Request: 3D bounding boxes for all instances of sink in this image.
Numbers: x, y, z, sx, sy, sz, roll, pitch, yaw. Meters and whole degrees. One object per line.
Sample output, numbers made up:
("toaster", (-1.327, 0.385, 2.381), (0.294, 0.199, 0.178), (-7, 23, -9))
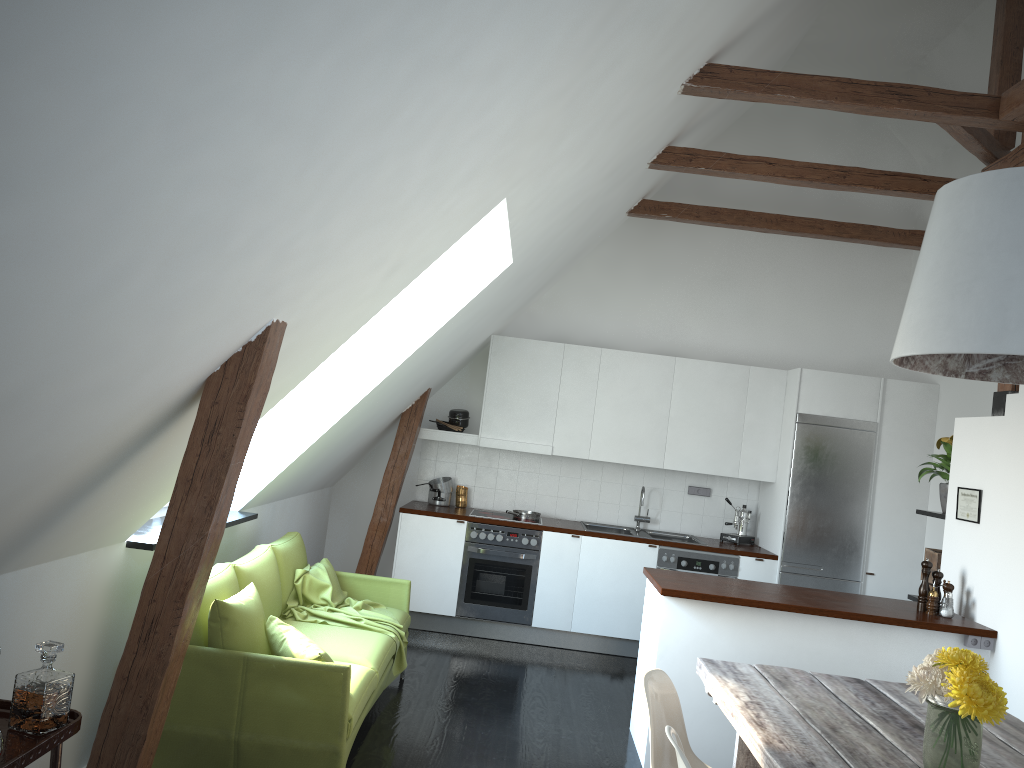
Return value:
("sink", (1.061, 1.099, 7.179), (0.963, 0.519, 0.671), (7, -3, 2))

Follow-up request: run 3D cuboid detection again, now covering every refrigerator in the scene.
("refrigerator", (2.373, 1.182, 6.740), (0.609, 1.868, 0.031), (7, -3, 2))

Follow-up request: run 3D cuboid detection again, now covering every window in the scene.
("window", (1.271, -1.257, 1.191), (5.959, 4.249, 8.018), (7, -3, 2))

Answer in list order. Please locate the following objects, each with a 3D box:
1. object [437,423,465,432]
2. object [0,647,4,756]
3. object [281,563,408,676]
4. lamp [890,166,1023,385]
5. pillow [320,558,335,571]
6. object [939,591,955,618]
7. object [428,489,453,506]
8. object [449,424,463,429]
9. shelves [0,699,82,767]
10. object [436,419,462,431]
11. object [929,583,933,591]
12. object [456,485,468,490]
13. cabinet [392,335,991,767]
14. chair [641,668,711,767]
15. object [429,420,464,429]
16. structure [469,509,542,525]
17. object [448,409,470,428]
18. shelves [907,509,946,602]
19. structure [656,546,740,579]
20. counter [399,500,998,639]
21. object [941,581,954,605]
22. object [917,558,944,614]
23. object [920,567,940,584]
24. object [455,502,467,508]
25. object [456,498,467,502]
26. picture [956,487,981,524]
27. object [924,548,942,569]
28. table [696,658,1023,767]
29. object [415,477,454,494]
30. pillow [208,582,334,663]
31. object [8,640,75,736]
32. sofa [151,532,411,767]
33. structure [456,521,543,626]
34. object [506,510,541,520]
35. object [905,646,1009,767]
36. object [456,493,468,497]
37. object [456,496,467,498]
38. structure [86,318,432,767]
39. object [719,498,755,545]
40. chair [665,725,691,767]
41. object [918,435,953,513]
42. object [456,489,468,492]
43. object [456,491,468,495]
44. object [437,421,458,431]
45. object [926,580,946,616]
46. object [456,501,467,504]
("object", (-0.503, 0.367, 7.372), (0.243, 0.056, 0.350), (8, -3, -9))
("object", (-1.182, 0.717, 1.972), (0.114, 0.292, 0.114), (9, -3, -26))
("object", (-0.931, 1.342, 5.150), (0.722, 0.493, 0.711), (7, -3, -3))
("lamp", (1.640, -1.424, 2.598), (0.757, 2.813, 0.697), (9, -4, -38))
("pillow", (-1.128, 1.211, 5.286), (0.210, 0.275, 0.462), (7, -3, 0))
("object", (2.295, 1.162, 4.672), (0.069, 0.135, 0.069), (8, -3, -23))
("object", (-0.578, 0.938, 7.374), (0.200, 0.154, 0.348), (8, -3, -19))
("object", (-0.501, 0.346, 7.374), (0.065, 0.031, 0.335), (10, -4, -41))
("shelves", (-1.366, 1.187, 1.971), (0.438, 0.732, 0.803), (7, -3, -2))
("object", (-0.528, 0.337, 7.331), (0.061, 0.077, 0.331), (10, -4, -40))
("object", (2.660, 1.264, 5.299), (0.329, 0.101, 0.287), (6, -3, 12))
("object", (-0.419, 0.883, 7.472), (0.100, 0.047, 0.099), (7, -3, -3))
("cabinet", (1.244, 0.908, 6.029), (4.208, 2.369, 3.033), (7, -3, 2))
("chair", (0.679, 1.465, 3.092), (0.542, 0.801, 0.465), (5, -3, 28))
("object", (-0.572, 0.346, 7.413), (0.357, 0.075, 0.244), (9, -3, -27))
("structure", (-0.046, 1.086, 7.130), (0.574, 0.041, 0.504), (7, -3, 2))
("object", (-0.447, 0.291, 7.438), (0.190, 0.166, 0.200), (9, -4, -36))
("shelves", (2.796, 1.079, 5.273), (0.660, 0.553, 0.408), (7, -3, 2))
("structure", (1.393, 1.648, 6.996), (0.612, 0.725, 0.582), (7, -3, 2))
("counter", (0.782, 1.132, 6.002), (3.365, 0.038, 3.085), (7, -3, 2))
("object", (2.327, 1.145, 4.742), (0.058, 0.184, 0.058), (7, -3, -2))
("object", (2.268, 1.091, 4.803), (0.123, 0.283, 0.061), (7, -3, 2))
("object", (2.672, 1.165, 5.305), (0.287, 0.101, 0.329), (7, -3, -3))
("object", (-0.429, 1.021, 7.469), (0.100, 0.036, 0.100), (7, -3, -2))
("object", (-0.428, 0.981, 7.471), (0.099, 0.051, 0.099), (8, -3, -12))
("picture", (2.496, 0.661, 4.846), (0.023, 0.182, 0.250), (7, -3, 2))
("object", (2.688, 1.066, 5.320), (0.329, 0.101, 0.287), (6, -3, 12))
("table", (1.249, 1.507, 2.424), (1.141, 0.788, 2.421), (7, -3, 2))
("object", (-0.664, 0.850, 7.411), (0.371, 0.169, 0.203), (9, -3, -26))
("pillow", (-0.960, 1.090, 3.760), (0.600, 0.387, 0.475), (7, -3, -1))
("object", (-1.197, 0.770, 2.269), (0.101, 0.211, 0.101), (6, -3, 17))
("sofa", (-1.067, 1.313, 4.520), (0.898, 0.825, 2.093), (7, -3, 1))
("structure", (-0.090, 1.476, 7.124), (0.583, 0.725, 0.749), (7, -3, 2))
("object", (0.066, 1.054, 7.212), (0.351, 0.061, 0.232), (8, -3, -25))
("object", (1.255, 0.933, 2.506), (0.233, 0.365, 0.293), (9, -3, -27))
("object", (-0.426, 0.939, 7.475), (0.099, 0.057, 0.101), (6, -3, 13))
("object", (-0.427, 0.960, 7.474), (0.099, 0.043, 0.100), (8, -3, -11))
("structure", (-1.386, 0.527, 0.995), (1.023, 1.963, 12.350), (7, -3, 2))
("object", (1.845, 1.127, 7.301), (0.353, 0.370, 0.206), (10, -4, -42))
("chair", (0.663, 1.432, 2.516), (0.542, 0.801, 0.465), (7, -3, 3))
("object", (2.732, 0.554, 5.397), (0.493, 0.486, 0.506), (6, -3, 21))
("object", (-0.423, 0.904, 7.472), (0.100, 0.036, 0.100), (5, -3, 30))
("object", (-0.425, 0.920, 7.472), (0.100, 0.036, 0.100), (9, -4, -32))
("object", (-0.542, 0.342, 7.321), (0.065, 0.065, 0.332), (9, -4, -31))
("object", (2.250, 1.130, 4.717), (0.080, 0.192, 0.058), (8, -3, -14))
("object", (-0.428, 0.999, 7.469), (0.100, 0.048, 0.099), (6, -3, 20))
